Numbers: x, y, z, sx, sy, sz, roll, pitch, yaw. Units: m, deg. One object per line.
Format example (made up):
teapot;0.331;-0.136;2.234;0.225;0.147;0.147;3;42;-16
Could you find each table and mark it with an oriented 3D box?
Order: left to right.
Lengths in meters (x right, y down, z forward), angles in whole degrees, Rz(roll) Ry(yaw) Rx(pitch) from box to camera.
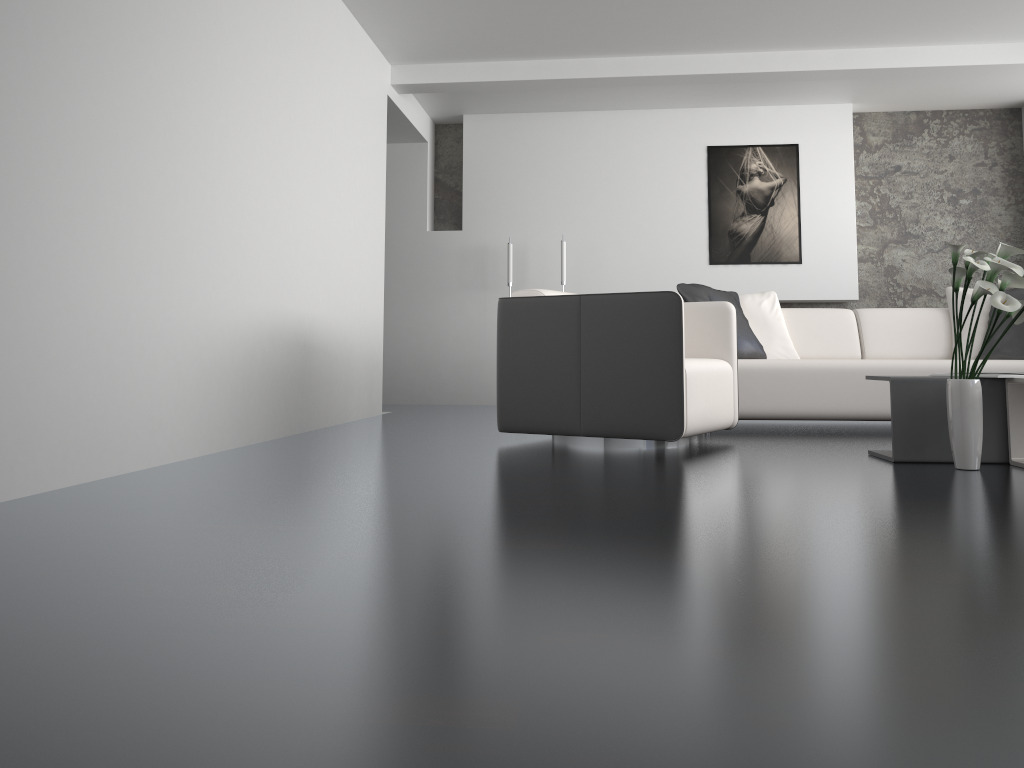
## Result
table;2.049;0.131;3.361;1.257;0.317;0.296;0;-2;5
table;2.278;0.140;3.027;0.968;0.317;0.296;0;-2;4

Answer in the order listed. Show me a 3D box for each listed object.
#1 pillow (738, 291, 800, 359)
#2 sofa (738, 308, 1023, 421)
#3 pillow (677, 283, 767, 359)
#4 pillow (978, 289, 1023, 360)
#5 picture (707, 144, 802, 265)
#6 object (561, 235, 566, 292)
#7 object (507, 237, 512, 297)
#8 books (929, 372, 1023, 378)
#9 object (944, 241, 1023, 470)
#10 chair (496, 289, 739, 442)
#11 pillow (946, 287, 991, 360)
pillow;1.411;-0.332;5.362;0.584;0.504;0.321;0;-3;-4
sofa;2.109;-0.135;5.193;2.238;0.667;0.914;0;-1;4
pillow;1.234;-0.358;5.111;0.564;0.453;0.276;1;-3;-39
pillow;2.982;-0.340;5.001;0.332;0.440;0.550;2;-2;-38
picture;2.006;-1.489;7.299;0.745;1.014;0.004;0;-5;6
object;0.415;-0.512;7.088;0.180;1.409;0.178;0;-5;7
object;-0.018;-0.517;7.240;0.180;1.409;0.178;0;-5;7
books;1.961;-0.036;3.384;0.548;0.017;0.357;0;2;-13
object;1.676;-0.104;3.039;0.377;0.804;0.443;1;-4;-10
chair;0.493;-0.112;4.121;0.918;0.667;0.764;0;-2;31
pillow;2.916;-0.343;5.268;0.587;0.512;0.296;0;-4;10
